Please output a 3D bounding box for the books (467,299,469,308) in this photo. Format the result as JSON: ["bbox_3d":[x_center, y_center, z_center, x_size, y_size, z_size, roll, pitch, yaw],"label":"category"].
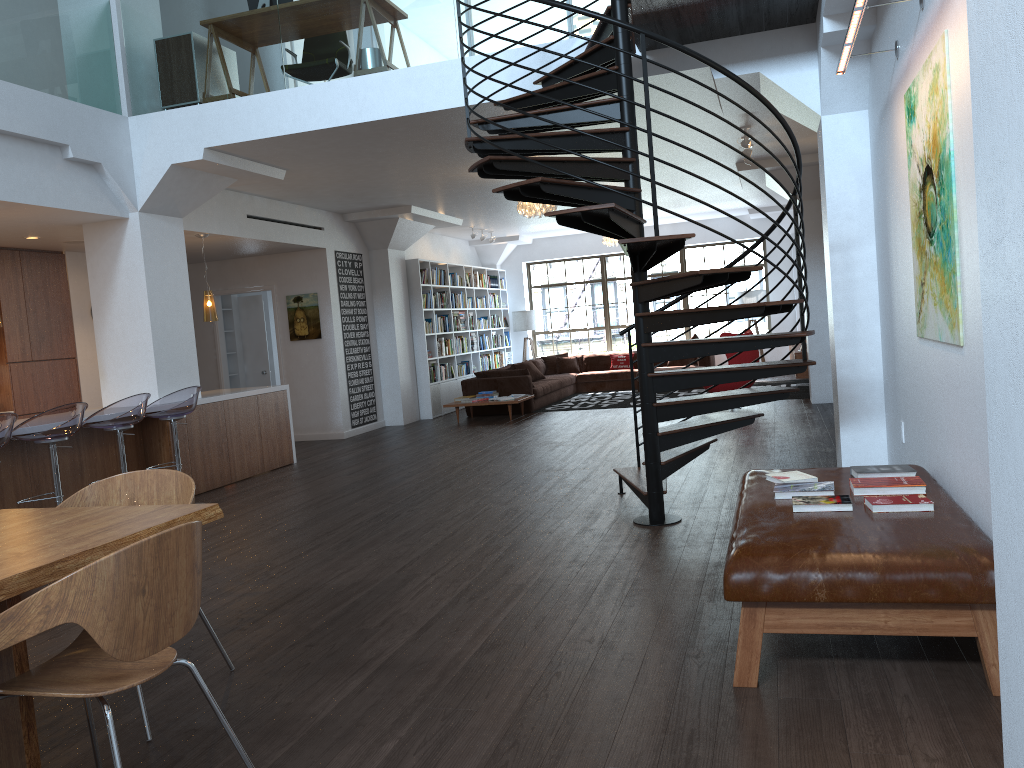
[{"bbox_3d":[-0.815,-1.390,15.422,0.120,0.167,0.020,-4,4,17],"label":"books"}]

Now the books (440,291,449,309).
[{"bbox_3d":[-1.120,-1.364,14.443,0.176,0.291,0.053,-4,4,17],"label":"books"}]

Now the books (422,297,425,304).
[{"bbox_3d":[-1.411,-1.218,13.401,0.161,0.182,0.170,-4,4,17],"label":"books"}]

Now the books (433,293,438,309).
[{"bbox_3d":[-1.268,-1.302,13.950,0.183,0.253,0.042,-4,4,17],"label":"books"}]

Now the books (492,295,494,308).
[{"bbox_3d":[-0.444,-1.547,16.707,0.183,0.253,0.034,-4,4,16],"label":"books"}]

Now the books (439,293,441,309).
[{"bbox_3d":[-1.222,-1.312,14.109,0.171,0.246,0.039,-4,4,17],"label":"books"}]

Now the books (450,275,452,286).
[{"bbox_3d":[-1.072,-1.705,14.649,0.139,0.191,0.036,-4,4,17],"label":"books"}]

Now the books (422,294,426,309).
[{"bbox_3d":[-1.384,-1.252,13.502,0.152,0.232,0.104,-4,4,17],"label":"books"}]

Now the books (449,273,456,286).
[{"bbox_3d":[-1.015,-1.744,14.866,0.140,0.231,0.042,-4,4,17],"label":"books"}]

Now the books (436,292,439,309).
[{"bbox_3d":[-1.250,-1.312,14.034,0.180,0.259,0.042,-4,4,17],"label":"books"}]

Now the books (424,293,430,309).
[{"bbox_3d":[-1.354,-1.267,13.613,0.174,0.242,0.105,-4,4,17],"label":"books"}]

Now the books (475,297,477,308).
[{"bbox_3d":[-0.701,-1.443,15.826,0.127,0.200,0.020,-4,4,17],"label":"books"}]

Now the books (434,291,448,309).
[{"bbox_3d":[-1.151,-1.356,14.398,0.198,0.284,0.049,-4,4,17],"label":"books"}]

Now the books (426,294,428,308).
[{"bbox_3d":[-1.373,-1.257,13.532,0.172,0.235,0.112,-4,4,17],"label":"books"}]

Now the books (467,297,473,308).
[{"bbox_3d":[-0.773,-1.423,15.606,0.146,0.202,0.027,-4,4,17],"label":"books"}]

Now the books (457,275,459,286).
[{"bbox_3d":[-0.972,-1.736,14.998,0.139,0.191,0.036,-4,4,17],"label":"books"}]

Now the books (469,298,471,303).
[{"bbox_3d":[-0.782,-1.406,15.545,0.128,0.178,0.021,-4,4,17],"label":"books"}]

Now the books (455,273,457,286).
[{"bbox_3d":[-1.006,-1.746,14.914,0.158,0.226,0.052,-4,4,17],"label":"books"}]

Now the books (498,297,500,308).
[{"bbox_3d":[-0.326,-1.567,17.106,0.161,0.223,0.026,-4,4,16],"label":"books"}]

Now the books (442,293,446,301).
[{"bbox_3d":[-1.153,-1.336,14.358,0.160,0.251,0.031,-4,4,17],"label":"books"}]

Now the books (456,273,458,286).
[{"bbox_3d":[-0.989,-1.752,14.959,0.140,0.231,0.042,-4,4,17],"label":"books"}]

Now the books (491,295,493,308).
[{"bbox_3d":[-0.457,-1.544,16.676,0.183,0.253,0.034,-4,4,16],"label":"books"}]

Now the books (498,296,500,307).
[{"bbox_3d":[-0.329,-1.573,17.139,0.168,0.231,0.037,-4,4,16],"label":"books"}]

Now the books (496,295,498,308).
[{"bbox_3d":[-0.365,-1.570,16.981,0.160,0.250,0.026,-4,4,16],"label":"books"}]

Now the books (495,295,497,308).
[{"bbox_3d":[-0.381,-1.570,16.941,0.180,0.259,0.060,-4,4,16],"label":"books"}]

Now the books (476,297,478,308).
[{"bbox_3d":[-0.692,-1.446,15.851,0.146,0.202,0.027,-4,4,17],"label":"books"}]

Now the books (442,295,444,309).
[{"bbox_3d":[-1.180,-1.311,14.212,0.161,0.223,0.032,-4,4,17],"label":"books"}]

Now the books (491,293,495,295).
[{"bbox_3d":[-0.397,-1.582,16.895,0.176,0.290,0.036,-4,4,16],"label":"books"}]

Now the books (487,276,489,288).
[{"bbox_3d":[-0.513,-1.892,16.559,0.161,0.223,0.032,-4,4,17],"label":"books"}]

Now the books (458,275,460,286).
[{"bbox_3d":[-0.963,-1.742,15.038,0.136,0.196,0.045,-4,4,17],"label":"books"}]

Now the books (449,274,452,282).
[{"bbox_3d":[-1.069,-1.713,14.681,0.146,0.202,0.027,-4,4,17],"label":"books"}]

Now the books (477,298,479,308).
[{"bbox_3d":[-0.678,-1.446,15.909,0.139,0.191,0.036,-4,4,17],"label":"books"}]

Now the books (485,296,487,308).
[{"bbox_3d":[-0.551,-1.504,16.378,0.158,0.226,0.052,-4,4,17],"label":"books"}]

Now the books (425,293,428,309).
[{"bbox_3d":[-1.371,-1.262,13.577,0.172,0.239,0.093,-4,4,17],"label":"books"}]

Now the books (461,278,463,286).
[{"bbox_3d":[-0.903,-1.735,15.193,0.110,0.153,0.019,-4,4,17],"label":"books"}]

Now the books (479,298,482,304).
[{"bbox_3d":[-0.613,-1.463,16.158,0.134,0.184,0.030,-4,4,17],"label":"books"}]

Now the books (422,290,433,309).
[{"bbox_3d":[-1.326,-1.298,13.683,0.176,0.290,0.053,-4,4,17],"label":"books"}]

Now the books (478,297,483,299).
[{"bbox_3d":[-0.592,-1.477,16.222,0.127,0.200,0.020,-4,4,17],"label":"books"}]

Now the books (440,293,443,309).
[{"bbox_3d":[-1.205,-1.322,14.180,0.183,0.253,0.042,-4,4,17],"label":"books"}]

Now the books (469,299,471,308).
[{"bbox_3d":[-0.789,-1.401,15.520,0.126,0.173,0.032,-4,4,17],"label":"books"}]

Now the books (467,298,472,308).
[{"bbox_3d":[-0.776,-1.415,15.573,0.139,0.191,0.036,-4,4,17],"label":"books"}]

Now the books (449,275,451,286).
[{"bbox_3d":[-1.078,-1.696,14.621,0.128,0.178,0.021,-4,4,17],"label":"books"}]

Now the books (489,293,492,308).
[{"bbox_3d":[-0.472,-1.559,16.633,0.176,0.290,0.053,-4,4,16],"label":"books"}]

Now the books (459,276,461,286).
[{"bbox_3d":[-0.942,-1.738,15.088,0.128,0.178,0.022,-4,4,17],"label":"books"}]

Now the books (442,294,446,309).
[{"bbox_3d":[-1.163,-1.325,14.285,0.174,0.240,0.054,-4,4,17],"label":"books"}]

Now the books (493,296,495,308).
[{"bbox_3d":[-0.418,-1.550,16.826,0.174,0.240,0.045,-4,4,16],"label":"books"}]

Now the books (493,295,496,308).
[{"bbox_3d":[-0.397,-1.561,16.860,0.183,0.253,0.034,-4,4,16],"label":"books"}]

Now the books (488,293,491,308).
[{"bbox_3d":[-0.510,-1.546,16.530,0.198,0.284,0.066,-4,4,16],"label":"books"}]

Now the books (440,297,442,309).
[{"bbox_3d":[-1.212,-1.304,14.145,0.161,0.223,0.033,-4,4,17],"label":"books"}]

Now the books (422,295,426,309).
[{"bbox_3d":[-1.396,-1.242,13.476,0.161,0.218,0.101,-4,4,17],"label":"books"}]

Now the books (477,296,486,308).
[{"bbox_3d":[-0.562,-1.502,16.331,0.140,0.231,0.042,-4,4,17],"label":"books"}]

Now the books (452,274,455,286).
[{"bbox_3d":[-1.034,-1.722,14.784,0.146,0.202,0.027,-4,4,17],"label":"books"}]

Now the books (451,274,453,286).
[{"bbox_3d":[-1.053,-1.716,14.704,0.146,0.202,0.027,-4,4,17],"label":"books"}]
